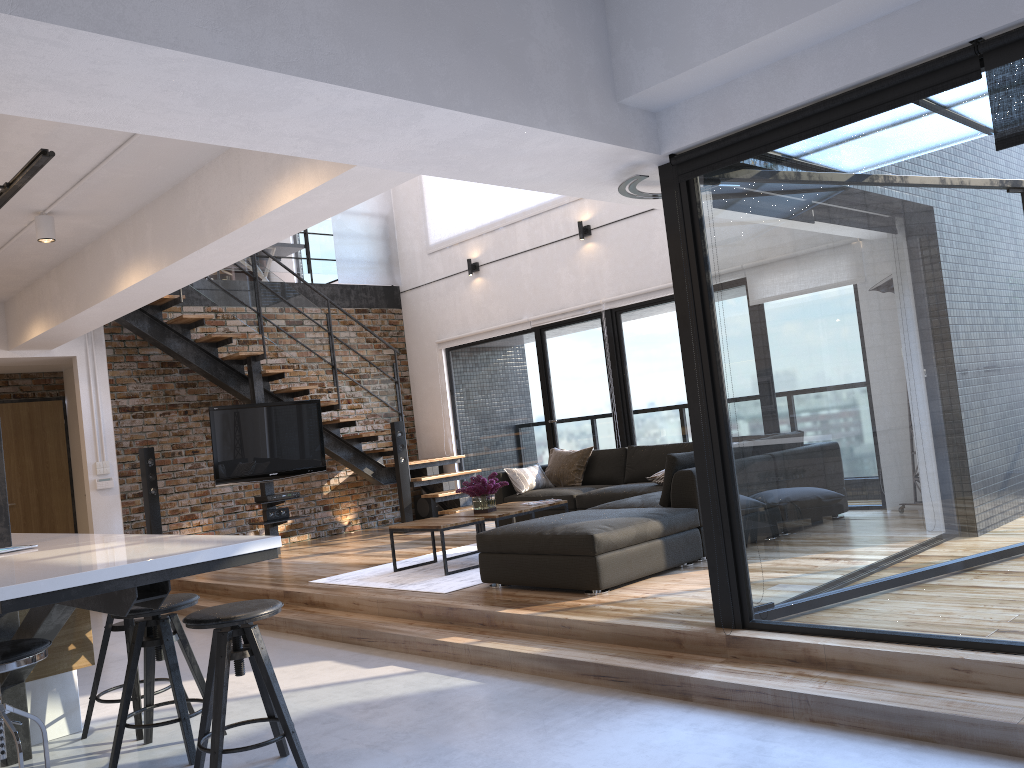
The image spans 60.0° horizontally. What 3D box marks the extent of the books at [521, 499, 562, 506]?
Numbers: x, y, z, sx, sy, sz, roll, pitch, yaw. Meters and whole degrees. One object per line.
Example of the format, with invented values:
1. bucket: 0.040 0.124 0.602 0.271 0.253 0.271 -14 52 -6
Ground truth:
1. books: 0.232 0.948 7.105 0.295 0.013 0.229 -5 -3 -23

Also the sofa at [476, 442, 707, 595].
1. sofa: 0.483 0.921 6.972 2.997 0.700 3.047 -4 -4 -44

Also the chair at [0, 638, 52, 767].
1. chair: -1.694 1.198 2.934 0.358 0.635 0.356 -7 -2 1

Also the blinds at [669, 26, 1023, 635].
1. blinds: 1.668 -0.060 3.858 1.829 2.051 3.863 -7 -3 1

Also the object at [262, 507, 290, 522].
1. object: -2.346 1.298 8.817 0.247 0.112 0.089 -4 -4 -44

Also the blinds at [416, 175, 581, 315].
1. blinds: -1.644 -2.299 10.000 10.211 2.974 1.995 -8 -3 25

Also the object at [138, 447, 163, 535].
1. object: -3.448 1.211 8.505 0.271 1.205 0.271 -8 -3 36

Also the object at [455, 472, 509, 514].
1. object: -0.225 0.823 6.870 0.374 0.342 0.342 -4 -4 -42

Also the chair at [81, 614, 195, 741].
1. chair: -1.764 1.273 4.124 0.367 0.630 0.366 -8 -3 21

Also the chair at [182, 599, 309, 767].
1. chair: -0.990 1.137 3.255 0.366 0.630 0.367 -5 -3 -29

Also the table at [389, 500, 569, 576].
1. table: -0.213 1.169 6.856 1.297 0.350 0.698 -4 -4 -43

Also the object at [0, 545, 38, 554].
1. object: -2.083 0.680 3.590 0.188 0.013 0.240 -9 -4 31

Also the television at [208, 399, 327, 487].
1. television: -2.424 0.580 8.814 1.206 0.783 0.136 -4 -3 -43

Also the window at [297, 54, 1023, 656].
1. window: -0.494 -1.167 7.844 5.660 5.564 13.414 -4 -4 -44

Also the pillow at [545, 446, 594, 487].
1. pillow: 0.512 0.802 8.553 0.265 0.382 0.610 -4 -4 -43

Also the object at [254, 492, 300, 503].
1. object: -2.316 1.118 8.762 0.360 0.058 0.275 -4 -4 -44

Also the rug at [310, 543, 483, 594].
1. rug: -0.215 1.345 6.819 2.112 0.003 1.639 -4 -4 -44

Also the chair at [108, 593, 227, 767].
1. chair: -1.450 1.213 3.677 0.365 0.630 0.366 -7 -2 1

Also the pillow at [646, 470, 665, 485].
1. pillow: 1.402 0.757 7.311 0.356 0.177 0.530 -9 -4 44

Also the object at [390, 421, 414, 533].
1. object: -1.198 1.011 9.706 0.271 1.205 0.271 -5 -3 -39

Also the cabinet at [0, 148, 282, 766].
1. cabinet: -3.972 0.430 4.577 2.472 2.870 9.126 -4 -4 -44

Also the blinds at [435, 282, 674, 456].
1. blinds: 1.017 0.171 8.773 0.095 2.043 5.375 -5 -4 -44

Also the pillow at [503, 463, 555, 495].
1. pillow: 0.173 0.901 8.427 0.498 0.265 0.212 -4 -4 -43
